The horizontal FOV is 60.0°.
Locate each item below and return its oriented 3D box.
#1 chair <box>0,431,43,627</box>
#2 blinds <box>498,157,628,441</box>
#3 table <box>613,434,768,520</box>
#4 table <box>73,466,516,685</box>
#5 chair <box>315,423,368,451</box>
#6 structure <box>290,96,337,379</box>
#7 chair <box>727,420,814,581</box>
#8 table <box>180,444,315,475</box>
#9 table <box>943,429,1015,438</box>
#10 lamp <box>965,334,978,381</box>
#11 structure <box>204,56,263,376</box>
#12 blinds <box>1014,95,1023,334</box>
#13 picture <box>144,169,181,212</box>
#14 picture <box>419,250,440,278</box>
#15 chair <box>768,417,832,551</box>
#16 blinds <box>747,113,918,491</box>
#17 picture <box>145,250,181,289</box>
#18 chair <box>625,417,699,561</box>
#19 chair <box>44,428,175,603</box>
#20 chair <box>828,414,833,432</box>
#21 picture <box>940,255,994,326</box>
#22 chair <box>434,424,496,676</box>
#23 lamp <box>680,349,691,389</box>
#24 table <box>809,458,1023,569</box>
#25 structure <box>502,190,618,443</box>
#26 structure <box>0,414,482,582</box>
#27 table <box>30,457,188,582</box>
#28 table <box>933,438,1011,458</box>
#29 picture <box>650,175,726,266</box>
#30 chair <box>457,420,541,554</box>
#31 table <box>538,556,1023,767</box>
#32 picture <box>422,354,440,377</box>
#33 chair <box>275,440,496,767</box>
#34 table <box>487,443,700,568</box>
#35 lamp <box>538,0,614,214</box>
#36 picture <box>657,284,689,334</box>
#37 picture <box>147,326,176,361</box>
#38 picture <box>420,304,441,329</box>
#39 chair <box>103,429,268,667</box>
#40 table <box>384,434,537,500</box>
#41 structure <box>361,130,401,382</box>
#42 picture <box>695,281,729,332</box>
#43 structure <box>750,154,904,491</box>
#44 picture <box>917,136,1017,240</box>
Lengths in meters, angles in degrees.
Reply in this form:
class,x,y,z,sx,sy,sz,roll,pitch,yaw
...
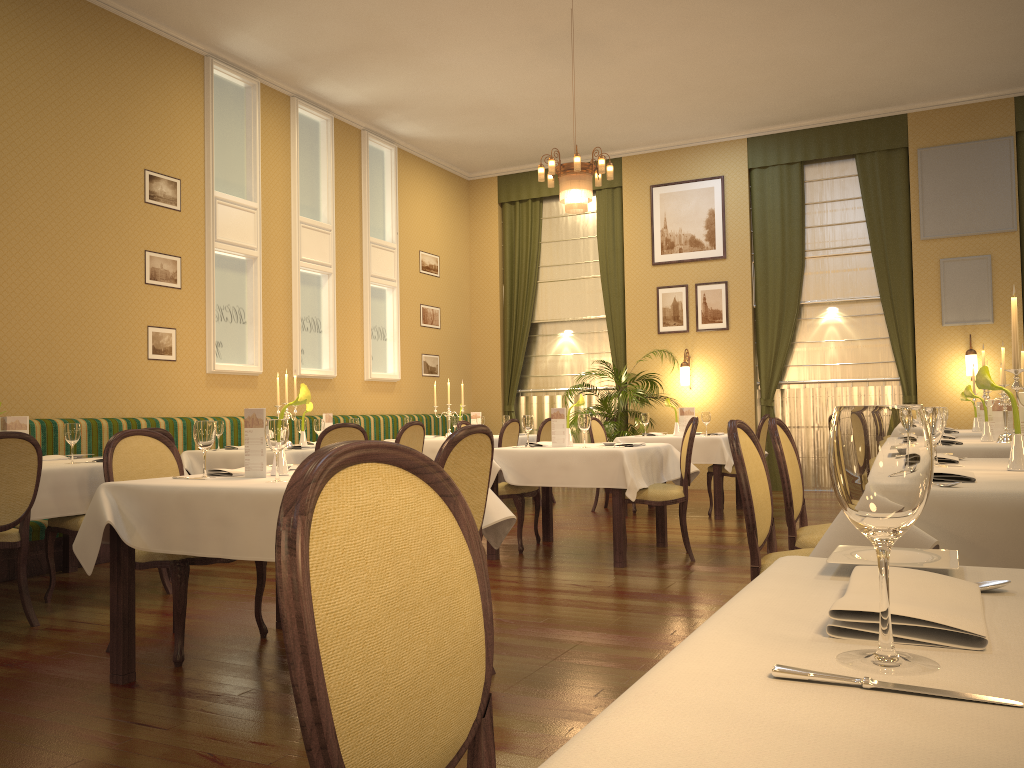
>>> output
class,x,y,z,sx,sy,sz,roll,pitch,yaw
chair,-2.608,0.708,4.261,0.571,0.955,0.530,-2,-2,26
blinds,0.702,-0.862,12.237,1.934,4.537,0.225,-2,-2,25
table,1.716,0.883,8.732,1.389,0.759,1.395,-2,-2,28
table,-0.827,0.746,3.589,1.389,0.759,1.395,-2,-2,28
chair,-1.392,0.773,6.707,0.530,0.955,0.571,1,-3,-39
structure,-2.194,-1.554,9.659,0.200,2.985,0.661,-2,-2,26
chair,1.050,0.596,3.045,0.571,0.955,0.530,-2,-2,26
table,-1.646,0.897,7.385,1.385,0.759,2.152,-2,-2,26
table,4.384,0.813,8.163,1.385,0.759,2.152,-2,-2,26
lamp,5.062,-0.295,9.821,0.114,0.513,0.323,-2,-2,15
structure,-2.724,-1.582,8.587,0.200,2.985,0.687,-2,-2,26
blinds,6.457,-1.072,9.386,1.876,4.537,0.129,-2,-2,26
picture,-3.081,-1.707,7.832,0.008,0.294,0.401,-2,-2,26
picture,-1.098,-1.600,11.842,0.008,0.294,0.504,-2,-2,26
chair,1.392,0.614,3.737,0.571,0.955,0.530,-2,-2,26
blinds,3.841,-0.977,10.677,1.878,4.537,0.129,-2,-2,26
picture,-3.068,-1.003,7.807,0.008,0.294,0.401,-2,-2,26
chair,0.996,0.705,6.065,0.571,0.955,0.530,-1,-2,6
chair,-2.237,0.728,5.010,0.571,0.955,0.530,-2,-2,26
chair,2.375,0.668,5.748,0.571,0.955,0.530,-1,-2,1
picture,5.115,-1.048,9.982,0.512,0.769,0.027,-2,-2,26
chair,-0.366,0.632,3.313,0.571,0.955,0.530,-2,-2,26
lamp,2.199,-0.190,11.234,0.114,0.513,0.323,-2,-2,15
table,1.874,0.677,3.087,1.385,0.759,2.152,-2,-2,26
structure,0.751,-0.847,12.340,1.942,4.511,0.123,-2,-2,26
structure,-3.426,0.753,6.052,0.850,1.031,14.516,-2,-2,26
table,-2.843,0.833,4.961,1.385,0.759,2.152,-2,-2,26
table,3.199,0.749,5.767,1.385,0.759,2.152,-2,-2,26
picture,2.259,-2.096,11.423,0.966,1.057,0.027,-2,-2,26
chair,-0.108,0.746,6.643,0.571,0.955,0.530,-2,-2,16
table,0.537,0.605,0.381,1.385,0.759,2.152,-2,-2,26
picture,-1.079,-0.245,11.781,0.008,0.294,0.437,-2,-2,26
chair,0.055,0.542,1.031,0.571,0.955,0.530,-2,-2,26
table,0.520,0.818,6.314,1.389,0.759,1.395,-2,-2,28
lamp,0.528,-2.354,7.520,0.593,1.796,0.593,-2,-2,24
picture,2.080,-0.965,11.485,0.412,0.619,0.022,-2,-2,26
picture,-3.064,-0.352,7.767,0.008,0.294,0.313,-2,-2,26
picture,-1.085,-0.896,11.817,0.008,0.294,0.504,-2,-2,26
chair,-1.457,0.673,3.908,0.571,0.955,0.530,-2,-2,26
table,-0.450,0.962,9.804,1.385,0.759,2.152,-2,-2,26
structure,-1.631,-1.523,10.797,0.200,2.985,0.670,-2,-2,26
picture,2.536,-0.982,11.260,0.412,0.619,0.022,-2,-2,26
structure,3.888,-0.961,10.786,1.900,4.511,0.134,-2,-2,26
picture,5.125,-2.200,10.007,0.966,1.057,0.027,-2,-2,26
